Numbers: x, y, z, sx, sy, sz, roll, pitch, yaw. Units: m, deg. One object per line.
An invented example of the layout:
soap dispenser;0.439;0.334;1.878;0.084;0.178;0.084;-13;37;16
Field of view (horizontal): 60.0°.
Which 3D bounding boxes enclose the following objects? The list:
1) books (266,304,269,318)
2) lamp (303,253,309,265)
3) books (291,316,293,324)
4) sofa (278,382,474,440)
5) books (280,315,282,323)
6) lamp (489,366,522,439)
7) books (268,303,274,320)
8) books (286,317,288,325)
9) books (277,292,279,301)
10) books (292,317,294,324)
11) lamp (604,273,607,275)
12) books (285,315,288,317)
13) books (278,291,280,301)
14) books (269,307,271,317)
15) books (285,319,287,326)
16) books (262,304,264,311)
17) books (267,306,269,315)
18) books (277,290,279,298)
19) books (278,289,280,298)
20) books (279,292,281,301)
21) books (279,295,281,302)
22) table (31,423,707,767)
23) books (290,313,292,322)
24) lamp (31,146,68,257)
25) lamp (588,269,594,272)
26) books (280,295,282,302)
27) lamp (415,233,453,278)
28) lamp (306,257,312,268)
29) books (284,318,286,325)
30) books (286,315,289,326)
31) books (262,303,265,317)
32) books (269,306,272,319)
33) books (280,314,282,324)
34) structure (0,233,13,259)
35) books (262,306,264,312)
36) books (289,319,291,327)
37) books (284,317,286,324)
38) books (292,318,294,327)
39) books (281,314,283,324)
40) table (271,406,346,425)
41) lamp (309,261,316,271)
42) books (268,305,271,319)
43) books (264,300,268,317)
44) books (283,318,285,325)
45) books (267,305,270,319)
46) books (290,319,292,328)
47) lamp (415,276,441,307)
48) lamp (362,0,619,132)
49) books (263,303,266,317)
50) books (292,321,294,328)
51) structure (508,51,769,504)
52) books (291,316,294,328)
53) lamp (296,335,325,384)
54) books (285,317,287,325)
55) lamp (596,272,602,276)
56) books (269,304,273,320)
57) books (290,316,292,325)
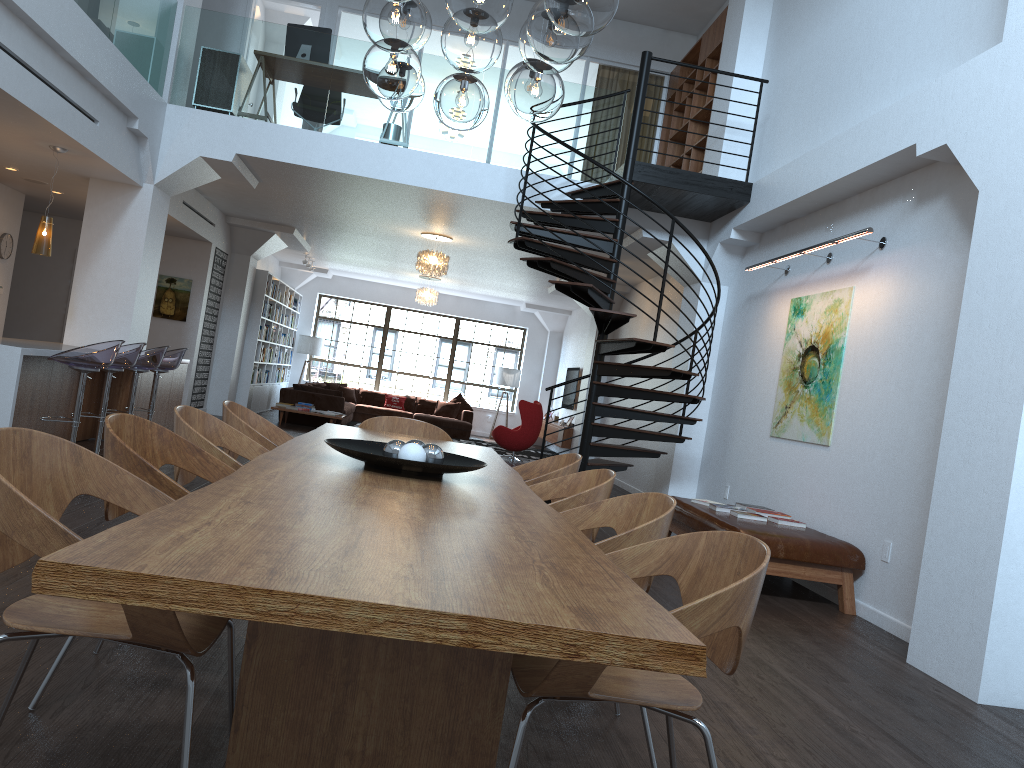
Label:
books;-4.276;-1.259;15.182;0.183;0.253;0.042;9;0;-6
lamp;-3.790;-2.290;16.285;0.111;0.211;0.120;9;-1;28
books;-4.605;-1.280;18.174;0.174;0.240;0.045;9;0;-7
sofa;-2.388;0.530;16.879;3.481;0.664;4.197;9;0;-6
books;-4.452;-1.235;16.843;0.128;0.178;0.021;9;0;-6
lamp;-0.184;0.438;19.469;0.545;1.579;0.545;9;0;5
books;-4.326;-1.282;15.697;0.176;0.291;0.053;9;0;-6
books;-4.542;-1.250;17.619;0.139;0.191;0.036;9;0;-6
books;-4.311;-1.608;16.079;0.146;0.202;0.027;9;0;-6
books;-4.614;-1.290;18.295;0.180;0.259;0.060;9;0;-7
lamp;1.240;-1.529;11.623;0.120;0.211;0.111;9;-1;-32
books;-4.548;-1.271;17.659;0.140;0.231;0.042;9;0;-6
books;-4.332;-1.622;16.211;0.158;0.226;0.052;9;0;-6
books;-4.299;-1.246;15.457;0.161;0.223;0.032;9;0;-6
books;-4.540;-1.253;17.578;0.136;0.196;0.045;9;0;-6
books;-4.214;-1.235;14.692;0.161;0.218;0.101;9;0;-6
books;-4.291;-1.264;15.267;0.180;0.259;0.042;9;0;-6
books;-4.297;-1.606;15.998;0.146;0.202;0.027;9;0;-6
books;-4.322;-1.623;16.163;0.140;0.231;0.042;9;0;-6
books;-4.337;-1.605;16.301;0.139;0.191;0.036;9;0;-6
books;-4.346;-1.598;16.395;0.128;0.178;0.022;9;0;-6
table;-0.449;0.682;3.208;1.012;0.750;3.803;9;0;-6
books;-4.575;-1.302;17.977;0.176;0.290;0.053;9;0;-7
lamp;-3.056;-1.843;8.520;0.149;1.807;2.842;9;-1;33
lamp;1.129;-1.539;12.641;0.111;0.211;0.120;9;-1;28
books;-4.353;-1.586;16.506;0.110;0.153;0.019;9;0;-6
lamp;-1.054;-1.718;11.935;0.441;0.539;0.442;9;-1;36
lamp;-3.846;-2.295;16.788;0.111;0.211;0.120;9;-1;43
books;-4.512;-1.228;17.415;0.110;0.153;0.019;9;0;-6
books;-4.557;-1.270;17.707;0.158;0.226;0.052;9;0;-6
books;-4.213;-1.243;14.754;0.172;0.235;0.112;9;0;-6
books;-4.310;-1.255;15.532;0.174;0.240;0.054;9;0;-6
books;-4.457;-1.242;16.872;0.139;0.191;0.036;9;0;-6
structure;-5.862;-1.594;10.265;0.040;0.300;0.300;9;0;-6
books;-4.213;-1.242;14.722;0.152;0.232;0.104;9;0;-6
books;-4.567;-1.267;17.938;0.161;0.223;0.026;9;0;-7
books;-4.510;-1.234;17.378;0.120;0.167;0.020;9;0;-6
books;-4.631;-1.289;18.392;0.183;0.253;0.034;9;0;-7
books;-4.460;-1.248;16.932;0.146;0.202;0.027;9;0;-6
table;-3.265;0.568;14.230;1.100;0.271;0.853;9;0;-6
lamp;-3.902;-2.300;17.304;0.120;0.211;0.111;9;-1;-32
books;-4.307;-1.262;15.419;0.183;0.253;0.042;9;0;-6
books;-4.222;-1.271;14.914;0.176;0.290;0.053;9;0;-6
books;-4.496;-1.246;17.221;0.139;0.191;0.036;9;0;-6
books;-4.296;-1.258;15.346;0.171;0.246;0.039;9;0;-6
books;-4.582;-1.284;18.053;0.183;0.253;0.034;9;0;-7
lamp;-1.612;-1.765;16.965;0.441;0.539;0.442;9;-1;36
lamp;-0.041;-2.137;3.546;0.849;2.140;1.787;9;0;-7
books;-4.226;-1.248;14.836;0.174;0.242;0.105;9;0;-6
books;-4.636;-1.283;18.431;0.174;0.240;0.045;9;0;-7
structure;0.899;-0.887;8.113;1.998;4.352;1.998;9;-1;44
books;-4.598;-1.285;18.214;0.183;0.253;0.034;9;0;-7
lamp;-4.428;-0.239;19.097;0.545;1.579;0.545;9;0;-17
books;-4.530;-1.242;17.525;0.128;0.178;0.022;9;0;-6
lamp;1.184;-1.534;12.138;0.111;0.211;0.120;9;-1;43
books;-4.338;-1.281;15.644;0.198;0.284;0.049;9;0;-6
books;-4.582;-1.284;18.020;0.183;0.253;0.034;9;0;-7
